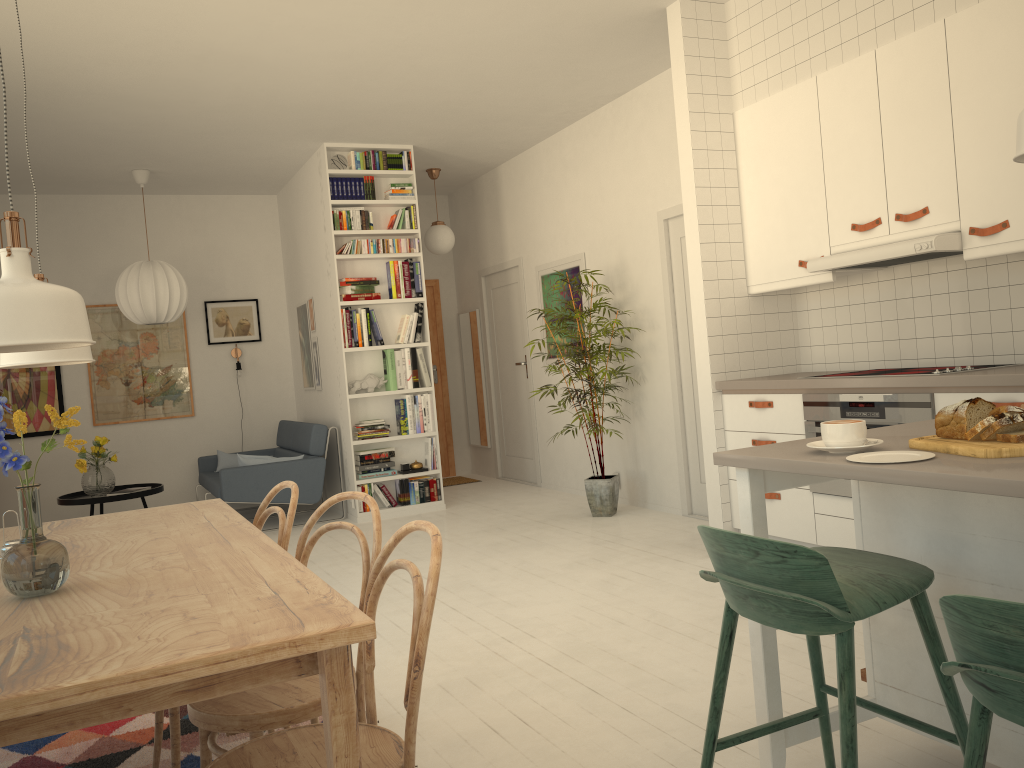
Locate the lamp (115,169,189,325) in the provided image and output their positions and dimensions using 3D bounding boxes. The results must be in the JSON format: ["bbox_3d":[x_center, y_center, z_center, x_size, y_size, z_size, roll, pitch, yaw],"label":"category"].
[{"bbox_3d":[-2.910,-1.092,7.090,0.536,1.229,0.536,-5,1,9],"label":"lamp"}]

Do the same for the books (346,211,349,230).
[{"bbox_3d":[-1.308,-1.248,6.887,0.013,0.149,0.208,-5,1,-25],"label":"books"}]

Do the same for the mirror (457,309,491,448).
[{"bbox_3d":[-0.385,-0.050,8.930,0.029,1.370,0.500,-5,1,-25],"label":"mirror"}]

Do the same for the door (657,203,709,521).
[{"bbox_3d":[1.310,-0.144,5.504,0.166,2.033,0.955,-5,1,-25],"label":"door"}]

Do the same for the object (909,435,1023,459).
[{"bbox_3d":[0.992,0.121,1.823,0.237,0.019,0.306,-5,1,-9],"label":"object"}]

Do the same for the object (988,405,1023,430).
[{"bbox_3d":[1.032,0.075,1.825,0.079,0.067,0.074,-6,1,-23],"label":"object"}]

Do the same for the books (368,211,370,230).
[{"bbox_3d":[-1.145,-1.267,6.953,0.016,0.158,0.146,-5,1,-25],"label":"books"}]

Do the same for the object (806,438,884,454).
[{"bbox_3d":[0.736,0.140,1.961,0.160,0.020,0.160,-4,2,30],"label":"object"}]

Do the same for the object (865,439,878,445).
[{"bbox_3d":[0.794,0.126,1.974,0.027,0.011,0.132,-5,1,14],"label":"object"}]

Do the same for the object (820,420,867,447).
[{"bbox_3d":[0.734,0.111,1.962,0.094,0.064,0.098,-4,1,23],"label":"object"}]

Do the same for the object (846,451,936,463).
[{"bbox_3d":[0.764,0.148,1.792,0.167,0.005,0.167,-6,2,-30],"label":"object"}]

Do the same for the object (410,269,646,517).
[{"bbox_3d":[0.131,0.093,6.553,0.778,1.711,2.088,-6,2,-44],"label":"object"}]

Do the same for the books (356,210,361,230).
[{"bbox_3d":[-1.224,-1.257,6.921,0.035,0.158,0.199,-5,1,-25],"label":"books"}]

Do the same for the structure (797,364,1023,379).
[{"bbox_3d":[1.705,-0.043,3.856,0.504,0.057,0.763,-6,2,-25],"label":"structure"}]

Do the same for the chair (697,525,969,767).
[{"bbox_3d":[0.655,0.648,1.824,0.446,0.752,0.485,-6,1,-26],"label":"chair"}]

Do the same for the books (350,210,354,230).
[{"bbox_3d":[-1.268,-1.253,6.890,0.012,0.155,0.208,-5,1,-25],"label":"books"}]

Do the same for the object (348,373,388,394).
[{"bbox_3d":[-1.122,-0.007,6.903,0.311,0.150,0.137,-5,1,-17],"label":"object"}]

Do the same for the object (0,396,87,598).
[{"bbox_3d":[-0.933,0.212,1.706,0.206,0.388,0.145,-4,1,27],"label":"object"}]

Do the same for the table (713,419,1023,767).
[{"bbox_3d":[1.184,0.551,1.682,0.794,0.864,1.423,-6,1,-25],"label":"table"}]

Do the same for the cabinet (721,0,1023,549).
[{"bbox_3d":[1.299,-0.286,2.022,2.854,2.159,4.844,-6,2,-25],"label":"cabinet"}]

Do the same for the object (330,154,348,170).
[{"bbox_3d":[-1.330,-1.700,6.823,0.131,0.131,0.131,-6,1,-30],"label":"object"}]

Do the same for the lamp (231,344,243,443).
[{"bbox_3d":[-2.604,0.344,8.143,0.360,1.416,0.112,-5,1,-25],"label":"lamp"}]

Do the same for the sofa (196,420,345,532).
[{"bbox_3d":[-2.078,0.735,7.416,0.964,0.773,1.603,-6,1,-25],"label":"sofa"}]

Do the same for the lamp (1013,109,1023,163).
[{"bbox_3d":[1.043,-1.198,1.714,0.230,1.490,0.229,-5,1,-25],"label":"lamp"}]

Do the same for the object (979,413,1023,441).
[{"bbox_3d":[0.997,0.085,1.781,0.083,0.055,0.073,-5,1,-19],"label":"object"}]

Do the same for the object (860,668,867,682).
[{"bbox_3d":[1.137,0.752,2.204,0.281,0.030,0.430,-6,2,-25],"label":"object"}]

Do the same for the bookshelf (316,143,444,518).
[{"bbox_3d":[-1.032,-0.413,7.003,0.710,2.900,0.249,-5,1,-25],"label":"bookshelf"}]

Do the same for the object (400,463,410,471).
[{"bbox_3d":[-0.845,0.659,7.017,0.058,0.055,0.058,-6,1,-25],"label":"object"}]

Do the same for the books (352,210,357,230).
[{"bbox_3d":[-1.256,-1.257,6.914,0.028,0.159,0.222,-5,1,-25],"label":"books"}]

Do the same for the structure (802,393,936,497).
[{"bbox_3d":[1.779,0.235,3.876,0.704,0.447,0.682,-6,1,-25],"label":"structure"}]

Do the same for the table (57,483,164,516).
[{"bbox_3d":[-3.111,1.026,6.927,0.761,0.386,0.761,-5,1,-9],"label":"table"}]

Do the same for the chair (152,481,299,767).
[{"bbox_3d":[-0.825,0.713,2.540,0.484,0.810,0.385,-6,1,-28],"label":"chair"}]

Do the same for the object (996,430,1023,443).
[{"bbox_3d":[1.014,0.104,1.755,0.077,0.017,0.068,-5,1,-17],"label":"object"}]

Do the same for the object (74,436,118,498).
[{"bbox_3d":[-3.241,0.644,6.908,0.291,0.471,0.361,-5,1,13],"label":"object"}]

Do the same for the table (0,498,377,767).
[{"bbox_3d":[-0.957,0.779,1.950,0.894,0.749,1.797,-6,2,-25],"label":"table"}]

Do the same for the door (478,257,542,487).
[{"bbox_3d":[0.020,-0.101,8.240,0.166,2.033,0.955,-5,1,-25],"label":"door"}]

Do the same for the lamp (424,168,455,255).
[{"bbox_3d":[-0.671,-1.540,7.950,0.275,0.767,0.275,-6,1,-31],"label":"lamp"}]

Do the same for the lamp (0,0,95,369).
[{"bbox_3d":[-1.290,-0.844,2.317,0.229,1.595,0.230,-5,1,9],"label":"lamp"}]

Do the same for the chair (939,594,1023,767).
[{"bbox_3d":[0.886,0.642,1.250,0.446,0.752,0.485,-6,2,-40],"label":"chair"}]

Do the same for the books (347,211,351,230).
[{"bbox_3d":[-1.291,-1.253,6.896,0.024,0.155,0.188,-5,1,-25],"label":"books"}]

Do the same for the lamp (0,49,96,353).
[{"bbox_3d":[-0.924,-0.856,1.540,0.229,1.595,0.230,-5,1,20],"label":"lamp"}]

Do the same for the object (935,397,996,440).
[{"bbox_3d":[0.963,0.070,1.885,0.086,0.087,0.090,-5,1,-18],"label":"object"}]

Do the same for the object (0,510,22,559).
[{"bbox_3d":[-1.097,0.346,1.951,0.095,0.138,0.155,-6,1,-25],"label":"object"}]

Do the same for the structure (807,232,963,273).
[{"bbox_3d":[1.706,-0.570,3.856,0.482,0.073,0.681,-6,2,-25],"label":"structure"}]

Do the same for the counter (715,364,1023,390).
[{"bbox_3d":[1.332,0.110,2.028,2.857,0.163,4.844,-6,2,-25],"label":"counter"}]

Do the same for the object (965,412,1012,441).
[{"bbox_3d":[0.978,0.085,1.803,0.083,0.057,0.072,-5,1,-19],"label":"object"}]

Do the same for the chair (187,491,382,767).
[{"bbox_3d":[-0.527,0.698,2.125,0.484,0.810,0.385,-6,2,-43],"label":"chair"}]

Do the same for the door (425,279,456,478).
[{"bbox_3d":[-1.104,-0.022,8.980,0.931,2.032,0.159,-5,1,-25],"label":"door"}]

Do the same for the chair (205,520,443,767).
[{"bbox_3d":[-0.340,0.694,1.650,0.484,0.810,0.385,-5,1,-23],"label":"chair"}]
